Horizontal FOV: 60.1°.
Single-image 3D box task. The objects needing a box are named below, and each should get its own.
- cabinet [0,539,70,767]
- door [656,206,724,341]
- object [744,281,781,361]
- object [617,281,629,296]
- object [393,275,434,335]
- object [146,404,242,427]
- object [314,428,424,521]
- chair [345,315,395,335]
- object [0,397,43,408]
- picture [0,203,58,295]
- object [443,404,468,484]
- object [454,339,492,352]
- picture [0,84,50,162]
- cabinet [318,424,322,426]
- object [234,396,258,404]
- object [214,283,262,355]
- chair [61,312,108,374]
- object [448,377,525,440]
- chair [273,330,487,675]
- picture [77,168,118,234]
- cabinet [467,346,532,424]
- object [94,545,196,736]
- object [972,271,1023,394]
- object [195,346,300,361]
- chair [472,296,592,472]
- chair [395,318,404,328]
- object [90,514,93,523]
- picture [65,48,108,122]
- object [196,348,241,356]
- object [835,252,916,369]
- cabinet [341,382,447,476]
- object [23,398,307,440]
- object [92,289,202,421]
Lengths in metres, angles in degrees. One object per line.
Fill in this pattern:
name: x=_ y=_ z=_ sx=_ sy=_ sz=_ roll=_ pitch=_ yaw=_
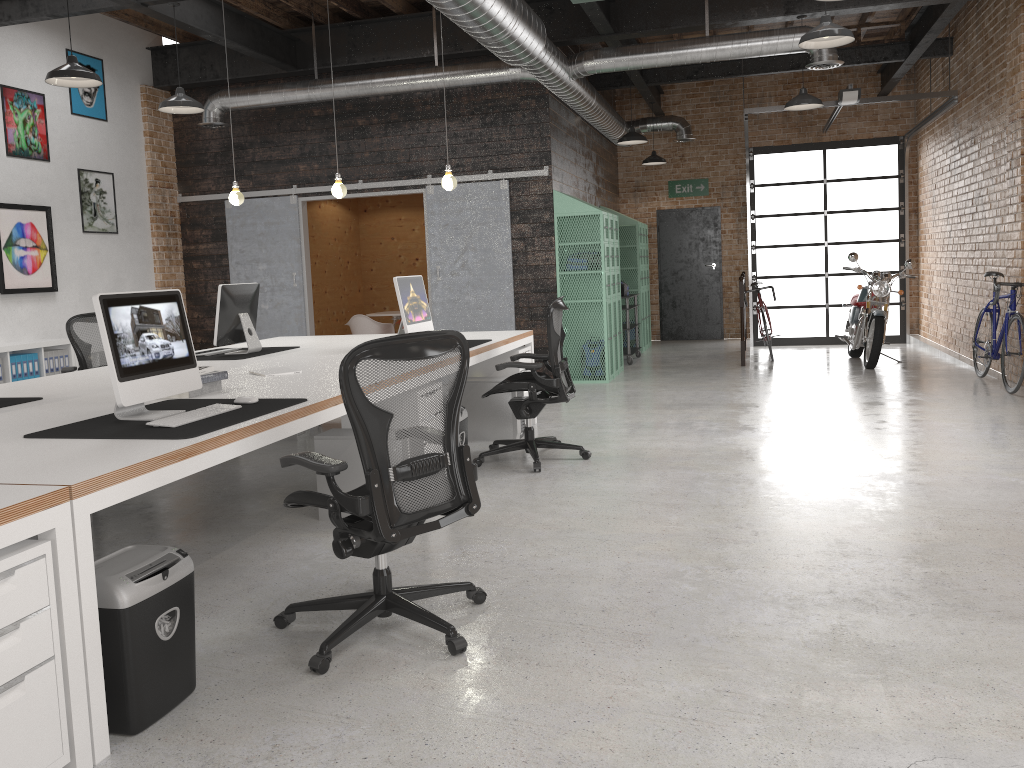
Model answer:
cabinet: x=-1.429 y=0.748 z=2.152 sx=0.459 sy=0.645 sz=0.389 roll=-1 pitch=6 yaw=15
door: x=2.845 y=-1.751 z=14.141 sx=0.998 sy=2.090 sz=0.219 roll=-1 pitch=5 yaw=15
object: x=3.383 y=-0.854 z=11.898 sx=0.410 sy=1.029 sz=1.743 roll=-1 pitch=7 yaw=22
object: x=1.352 y=-1.242 z=11.465 sx=0.309 sy=0.261 sz=0.462 roll=-1 pitch=7 yaw=16
object: x=-0.691 y=-0.498 z=6.071 sx=0.189 sy=0.483 sz=0.486 roll=-1 pitch=6 yaw=15
object: x=-1.191 y=0.117 z=3.345 sx=0.118 sy=0.017 sz=0.441 roll=-1 pitch=8 yaw=15
object: x=-0.740 y=0.481 z=4.692 sx=0.541 sy=0.453 sz=0.222 roll=-1 pitch=5 yaw=15
chair: x=-1.866 y=-0.539 z=11.606 sx=0.618 sy=0.774 sz=0.583 roll=-2 pitch=6 yaw=10
object: x=-2.628 y=0.128 z=3.854 sx=0.687 sy=0.008 sz=0.853 roll=-1 pitch=8 yaw=14
picture: x=-4.650 y=-1.290 z=8.466 sx=0.054 sy=0.838 sz=0.680 roll=-1 pitch=6 yaw=15
object: x=-0.412 y=0.372 z=5.353 sx=0.250 sy=0.464 sz=0.340 roll=-1 pitch=6 yaw=15
object: x=-0.569 y=-0.257 z=6.072 sx=0.687 sy=0.008 sz=0.853 roll=-1 pitch=8 yaw=14
picture: x=-4.680 y=-2.500 z=8.526 sx=0.018 sy=0.659 sz=0.535 roll=-1 pitch=6 yaw=15
cabinet: x=-1.892 y=0.062 z=7.537 sx=0.459 sy=0.645 sz=0.389 roll=-1 pitch=6 yaw=15
object: x=-1.099 y=0.065 z=3.658 sx=0.106 sy=0.028 sz=0.059 roll=-1 pitch=7 yaw=14
object: x=-1.888 y=-0.457 z=6.174 sx=0.189 sy=0.483 sz=0.486 roll=-1 pitch=6 yaw=15
chair: x=-3.104 y=-0.019 z=6.898 sx=0.772 sy=1.081 sz=0.794 roll=-7 pitch=7 yaw=-36
object: x=-0.184 y=0.185 z=6.751 sx=0.541 sy=0.453 sz=0.222 roll=-1 pitch=5 yaw=15
chair: x=-0.502 y=0.354 z=3.161 sx=0.792 sy=1.081 sz=0.774 roll=0 pitch=6 yaw=24
picture: x=-4.414 y=-1.941 z=9.450 sx=0.018 sy=0.659 sz=0.535 roll=-1 pitch=6 yaw=15
cabinet: x=-0.104 y=0.042 z=7.061 sx=0.459 sy=0.645 sz=0.389 roll=-1 pitch=6 yaw=15
object: x=-1.136 y=0.758 z=2.670 sx=0.250 sy=0.464 sz=0.340 roll=-1 pitch=6 yaw=15
object: x=4.464 y=-0.507 z=8.144 sx=0.401 sy=1.035 sz=1.746 roll=-2 pitch=7 yaw=10
object: x=-1.987 y=-0.213 z=6.229 sx=0.687 sy=0.008 sz=0.853 roll=-1 pitch=8 yaw=14
chair: x=0.104 y=-0.030 z=5.869 sx=0.792 sy=1.081 sz=0.774 roll=-3 pitch=6 yaw=-6
chair: x=-1.185 y=-0.546 z=11.421 sx=0.618 sy=0.774 sz=0.583 roll=-2 pitch=6 yaw=10
object: x=-2.592 y=0.552 z=4.796 sx=0.543 sy=0.453 sz=0.222 roll=-1 pitch=5 yaw=15
picture: x=-4.475 y=-3.137 z=9.330 sx=0.018 sy=0.659 sz=0.535 roll=-1 pitch=6 yaw=15
object: x=-2.085 y=-0.228 z=6.276 sx=0.118 sy=0.017 sz=0.441 roll=-1 pitch=8 yaw=15
object: x=4.331 y=-0.919 z=10.698 sx=0.813 sy=1.354 sz=2.187 roll=-2 pitch=7 yaw=3
cabinet: x=-0.660 y=0.339 z=5.001 sx=0.459 sy=0.645 sz=0.389 roll=-1 pitch=6 yaw=15
object: x=-1.287 y=0.125 z=3.411 sx=0.687 sy=0.008 sz=0.853 roll=-1 pitch=8 yaw=15
object: x=-1.409 y=-0.116 z=3.410 sx=0.189 sy=0.483 sz=0.486 roll=-1 pitch=6 yaw=15
